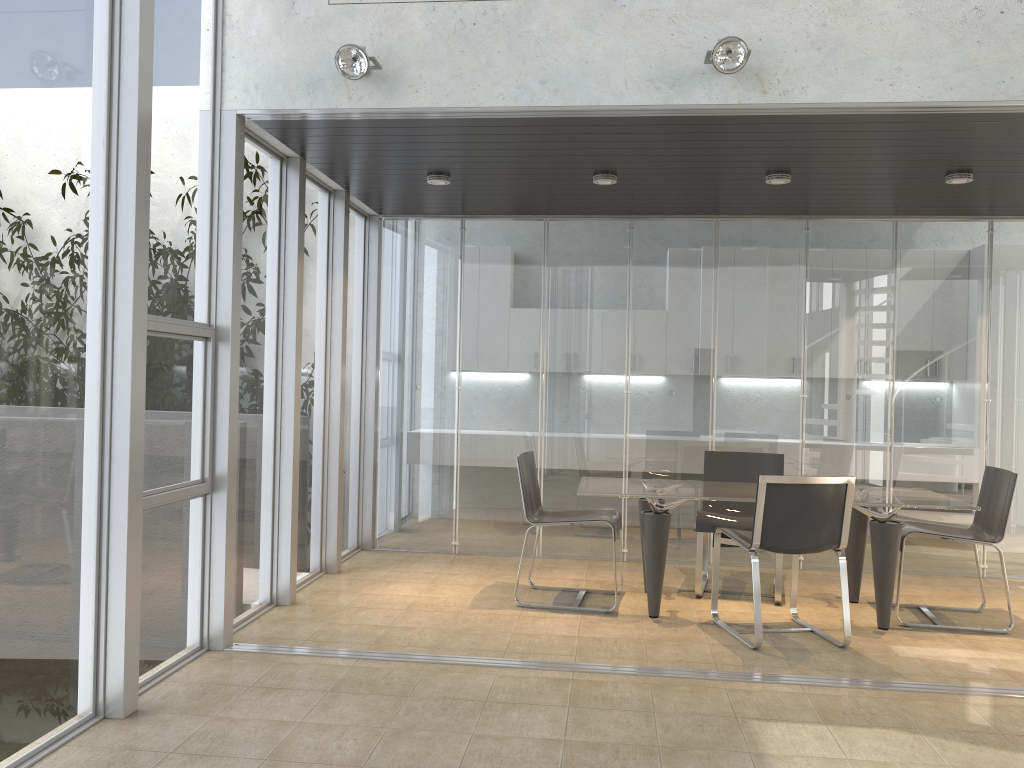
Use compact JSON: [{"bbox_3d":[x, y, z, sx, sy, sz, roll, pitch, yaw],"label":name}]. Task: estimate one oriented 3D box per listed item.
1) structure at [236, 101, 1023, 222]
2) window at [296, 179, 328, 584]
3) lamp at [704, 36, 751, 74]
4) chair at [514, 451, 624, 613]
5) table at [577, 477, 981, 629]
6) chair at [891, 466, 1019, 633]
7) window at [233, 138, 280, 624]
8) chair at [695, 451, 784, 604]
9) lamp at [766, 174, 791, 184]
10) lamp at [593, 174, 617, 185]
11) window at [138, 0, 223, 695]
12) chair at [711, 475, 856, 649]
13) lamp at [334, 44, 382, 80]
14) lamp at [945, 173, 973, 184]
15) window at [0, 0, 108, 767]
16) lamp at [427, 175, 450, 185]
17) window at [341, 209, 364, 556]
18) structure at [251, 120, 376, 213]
[{"bbox_3d":[0.246,-1.939,1.784,9.817,6.605,10.665,1,0,5],"label":"structure"},{"bbox_3d":[-1.368,-0.016,5.854,0.010,2.645,0.741,1,0,6],"label":"window"},{"bbox_3d":[0.981,-1.474,4.031,0.197,0.154,0.254,1,0,6],"label":"lamp"},{"bbox_3d":[0.367,0.913,5.643,0.660,0.922,0.546,1,0,11],"label":"chair"},{"bbox_3d":[1.540,1.028,5.518,2.250,0.733,0.900,1,0,6],"label":"table"},{"bbox_3d":[2.635,0.966,5.384,0.660,0.922,0.546,1,0,11],"label":"chair"},{"bbox_3d":[-1.469,-0.019,4.946,0.010,2.645,0.741,1,0,6],"label":"window"},{"bbox_3d":[1.544,0.941,5.980,0.546,0.922,0.660,1,0,16],"label":"chair"},{"bbox_3d":[1.654,-1.274,5.510,0.149,0.038,0.149,1,0,21],"label":"lamp"},{"bbox_3d":[0.590,-1.299,5.629,0.149,0.038,0.149,1,0,21],"label":"lamp"},{"bbox_3d":[-1.521,-1.521,4.037,0.050,5.700,0.800,1,0,6],"label":"window"},{"bbox_3d":[1.494,0.939,4.942,0.546,0.922,0.660,1,0,-9],"label":"chair"},{"bbox_3d":[-0.741,-1.514,4.211,0.197,0.154,0.228,1,0,6],"label":"lamp"},{"bbox_3d":[2.718,-1.249,5.391,0.149,0.038,0.149,1,0,21],"label":"lamp"},{"bbox_3d":[-1.638,-1.524,3.130,0.010,5.650,0.741,1,0,6],"label":"window"},{"bbox_3d":[-0.474,-1.323,5.749,0.149,0.038,0.149,1,0,21],"label":"lamp"},{"bbox_3d":[-1.266,-0.013,6.762,0.010,2.645,0.741,1,0,6],"label":"window"},{"bbox_3d":[1.928,0.960,4.294,6.700,6.900,4.916,1,0,6],"label":"structure"}]
